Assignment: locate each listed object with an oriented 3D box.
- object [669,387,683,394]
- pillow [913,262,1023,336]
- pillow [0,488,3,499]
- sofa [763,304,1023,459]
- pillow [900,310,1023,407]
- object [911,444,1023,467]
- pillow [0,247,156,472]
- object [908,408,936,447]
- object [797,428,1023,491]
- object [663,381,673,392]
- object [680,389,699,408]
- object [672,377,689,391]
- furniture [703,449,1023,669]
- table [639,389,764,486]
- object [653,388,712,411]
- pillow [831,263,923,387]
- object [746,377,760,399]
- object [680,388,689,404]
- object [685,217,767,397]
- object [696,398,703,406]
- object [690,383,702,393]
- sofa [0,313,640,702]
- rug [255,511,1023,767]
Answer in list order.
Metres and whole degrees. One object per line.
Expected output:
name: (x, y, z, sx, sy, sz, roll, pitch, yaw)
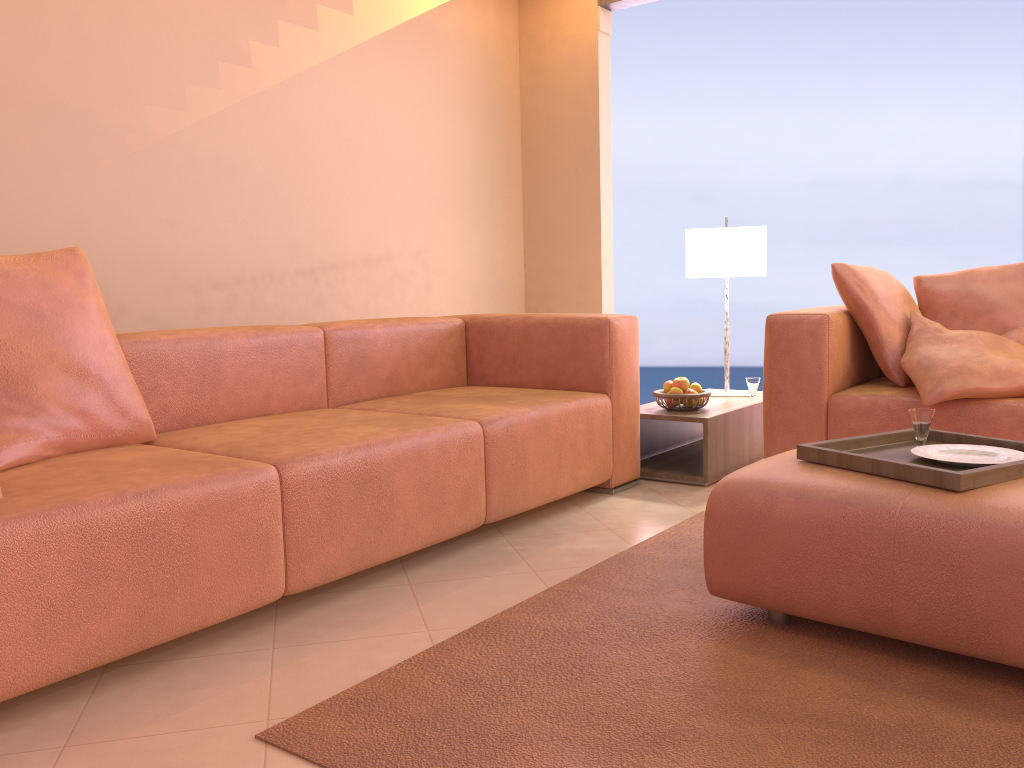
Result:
object: (0.656, 0.036, 3.546, 0.055, 0.047, 0.045, 0, 6, 14)
pillow: (1.762, -0.240, 3.296, 0.492, 0.446, 0.255, 1, 6, 20)
pillow: (-1.266, 0.008, 1.733, 0.554, 0.486, 0.335, 2, 7, 33)
sofa: (2.274, 0.080, 2.757, 2.781, 0.672, 0.943, 3, 7, 36)
pillow: (1.569, -0.101, 2.969, 0.517, 0.292, 0.514, -1, 6, 6)
object: (1.025, 0.164, 1.990, 0.240, 0.018, 0.240, -1, 6, 0)
pillow: (-1.190, -0.078, 2.147, 0.302, 0.528, 0.582, 1, 6, 20)
object: (1.006, 0.109, 2.179, 0.061, 0.091, 0.061, 1, 6, 21)
object: (0.961, 0.160, 2.008, 0.436, 0.034, 0.421, -5, 7, -28)
object: (0.641, 0.010, 3.617, 0.047, 0.046, 0.054, 1, 6, 23)
object: (0.713, 0.057, 3.555, 0.072, 0.076, 0.074, -7, 8, -43)
object: (0.681, 0.005, 3.582, 0.069, 0.061, 0.068, -2, 6, -2)
furniture: (1.123, 0.342, 1.820, 1.291, 0.301, 0.685, 4, 8, 41)
table: (0.847, 0.209, 3.833, 0.412, 0.268, 0.918, 3, 7, 36)
object: (0.692, 0.066, 3.607, 0.235, 0.071, 0.235, 2, 7, 29)
pillow: (1.411, -0.227, 3.323, 0.314, 0.455, 0.519, 2, 7, 33)
object: (1.051, 0.019, 3.867, 0.061, 0.091, 0.061, -3, 6, -13)
object: (0.705, 0.050, 3.629, 0.076, 0.065, 0.077, -7, 8, -42)
object: (0.977, -0.353, 4.034, 0.344, 0.799, 0.344, 0, 6, 15)
object: (0.756, 0.067, 3.597, 0.046, 0.046, 0.055, 0, 6, 14)
object: (0.744, 0.021, 3.587, 0.051, 0.053, 0.045, -5, 7, -30)
sofa: (-0.674, 0.170, 2.621, 0.943, 0.672, 2.781, 3, 7, 36)
rug: (1.154, 0.575, 1.488, 2.626, 0.005, 1.833, 3, 7, 36)
